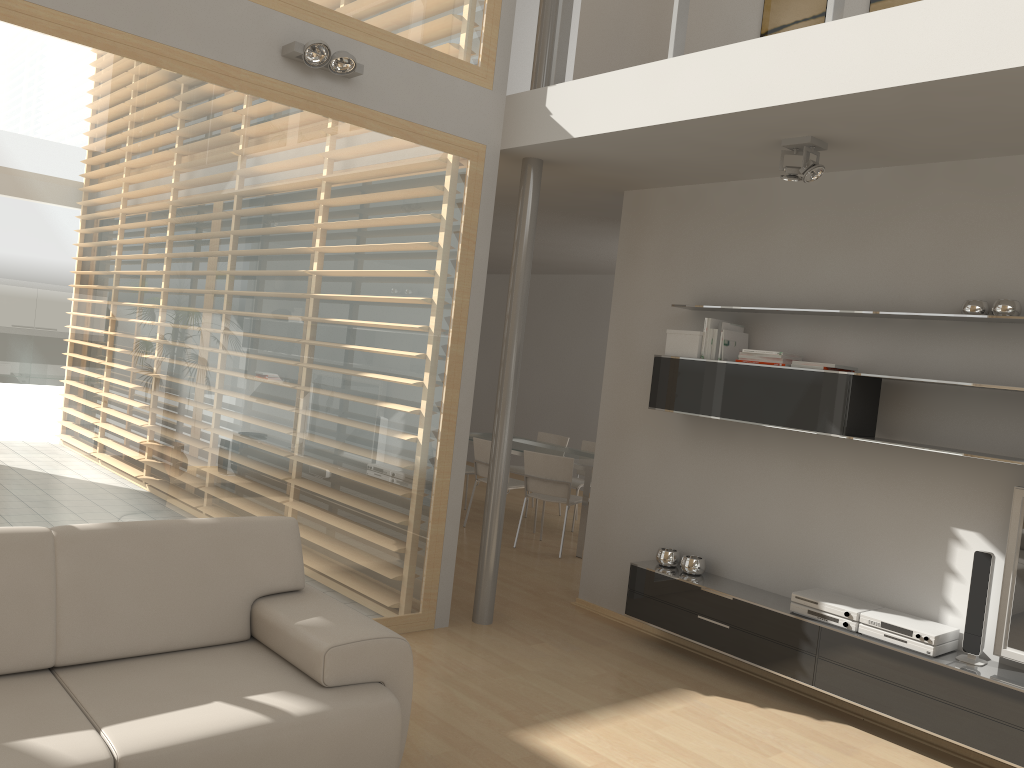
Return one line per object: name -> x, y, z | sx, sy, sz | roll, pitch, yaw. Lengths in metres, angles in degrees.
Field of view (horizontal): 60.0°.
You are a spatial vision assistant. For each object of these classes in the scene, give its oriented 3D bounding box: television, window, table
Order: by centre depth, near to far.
television -> 2.546, 0.864, 3.384 | 0.096, 0.735, 1.224 | 5, 2, -41
window -> -1.002, -2.890, 3.943 | 2.525, 2.200, 0.020 | 5, 2, -41
window -> -1.314, -0.058, 4.027 | 2.525, 2.500, 0.020 | 5, 2, -41
table -> 0.222, 0.963, 8.287 | 0.900, 0.746, 2.199 | 5, 2, -41

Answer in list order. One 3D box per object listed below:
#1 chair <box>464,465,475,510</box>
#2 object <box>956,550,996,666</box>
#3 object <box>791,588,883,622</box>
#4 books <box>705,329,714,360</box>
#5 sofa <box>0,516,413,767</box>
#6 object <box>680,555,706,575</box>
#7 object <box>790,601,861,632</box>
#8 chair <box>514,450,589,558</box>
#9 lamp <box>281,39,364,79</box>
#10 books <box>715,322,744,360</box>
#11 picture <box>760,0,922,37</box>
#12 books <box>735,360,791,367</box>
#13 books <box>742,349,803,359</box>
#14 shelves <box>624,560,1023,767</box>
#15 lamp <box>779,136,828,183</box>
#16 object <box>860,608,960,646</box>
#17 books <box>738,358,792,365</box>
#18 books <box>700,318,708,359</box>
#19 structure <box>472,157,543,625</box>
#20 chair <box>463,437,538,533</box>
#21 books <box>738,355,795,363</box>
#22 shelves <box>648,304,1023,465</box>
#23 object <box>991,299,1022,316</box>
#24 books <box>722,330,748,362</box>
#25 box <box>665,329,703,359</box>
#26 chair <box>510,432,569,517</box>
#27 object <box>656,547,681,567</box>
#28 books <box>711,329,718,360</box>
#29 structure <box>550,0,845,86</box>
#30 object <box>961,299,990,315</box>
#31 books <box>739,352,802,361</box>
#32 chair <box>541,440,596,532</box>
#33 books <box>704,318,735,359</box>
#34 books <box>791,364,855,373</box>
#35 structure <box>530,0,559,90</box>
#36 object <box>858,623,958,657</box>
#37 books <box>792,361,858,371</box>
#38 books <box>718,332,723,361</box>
chair -> -0.521, 0.845, 8.502 | 0.501, 0.807, 0.455 | 5, 2, -31
object -> 2.029, 0.967, 3.858 | 0.116, 0.483, 0.111 | 5, 2, -45
object -> 1.573, 1.072, 4.311 | 0.262, 0.049, 0.349 | 5, 2, -41
books -> 1.160, -0.210, 4.908 | 0.230, 0.169, 0.027 | 5, 2, -41
sofa -> -1.393, 0.904, 2.728 | 2.093, 0.846, 1.168 | 5, 2, -41
object -> 1.019, 1.019, 4.986 | 0.143, 0.091, 0.143 | 6, 2, -9
object -> 1.567, 1.121, 4.312 | 0.262, 0.049, 0.349 | 5, 2, -41
chair -> 0.359, 0.975, 7.396 | 0.455, 0.807, 0.501 | 7, 2, 29
lamp -> -0.859, -1.500, 4.105 | 0.360, 0.110, 0.183 | 5, 2, -41
books -> 1.193, -0.226, 4.865 | 0.207, 0.210, 0.021 | 5, 2, -41
picture -> 2.039, -2.655, 4.353 | 0.010, 1.800, 1.684 | 5, 2, -41
books -> 1.356, -0.102, 4.641 | 0.210, 0.013, 0.297 | 5, 2, -41
books -> 1.367, -0.158, 4.648 | 0.227, 0.017, 0.230 | 8, 2, 44
shelves -> 2.163, 1.389, 3.612 | 0.300, 0.312, 4.236 | 5, 2, -41
lamp -> 1.350, -1.028, 4.114 | 0.150, 0.195, 0.214 | 5, 2, -41
object -> 1.806, 1.106, 4.045 | 0.262, 0.049, 0.349 | 5, 2, -41
books -> 1.355, -0.115, 4.644 | 0.190, 0.011, 0.268 | 5, 2, -40
books -> 1.138, -0.243, 4.938 | 0.230, 0.227, 0.017 | 5, 2, -41
structure -> -0.026, 0.050, 5.151 | 0.121, 2.700, 0.122 | 8, 2, 37
chair -> -0.073, 0.911, 7.951 | 0.455, 0.807, 0.501 | 8, 2, 44
books -> 1.349, -0.129, 4.650 | 0.254, 0.015, 0.190 | 8, 2, 45
shelves -> 2.294, 0.198, 3.576 | 0.300, 0.914, 4.236 | 5, 2, -41
object -> 2.146, -0.328, 3.848 | 0.115, 0.081, 0.115 | 7, 2, 29
books -> 1.222, -0.202, 4.853 | 0.230, 0.169, 0.023 | 5, 2, -41
box -> 1.031, -0.218, 5.014 | 0.232, 0.149, 0.232 | 5, 2, -41
chair -> 0.223, 0.910, 9.052 | 0.501, 0.807, 0.455 | 5, 2, -41
object -> 0.902, 1.002, 5.119 | 0.143, 0.091, 0.143 | 6, 2, -9
books -> 1.185, -0.207, 4.892 | 0.230, 0.169, 0.027 | 5, 2, -41
structure -> 1.852, -1.791, 2.959 | 0.080, 0.900, 5.400 | 5, 2, -41
object -> 2.082, -0.339, 3.986 | 0.115, 0.081, 0.115 | 7, 2, 29
books -> 1.353, -0.143, 4.642 | 0.190, 0.015, 0.254 | 5, 2, -40
chair -> 0.651, 0.972, 8.577 | 0.501, 0.807, 0.455 | 5, 2, -41
books -> 1.155, -0.241, 4.929 | 0.230, 0.227, 0.017 | 5, 2, -41
books -> 1.554, -0.075, 4.436 | 0.254, 0.015, 0.190 | 5, 2, -35
structure -> 0.286, -2.782, 5.066 | 0.121, 2.400, 0.122 | 8, 2, 37
object -> 1.805, 1.154, 4.050 | 0.250, 0.049, 0.349 | 5, 2, -41
books -> 1.561, -0.090, 4.423 | 0.227, 0.017, 0.230 | 5, 2, -41
books -> 1.202, -0.198, 4.855 | 0.207, 0.156, 0.009 | 5, 2, -41
